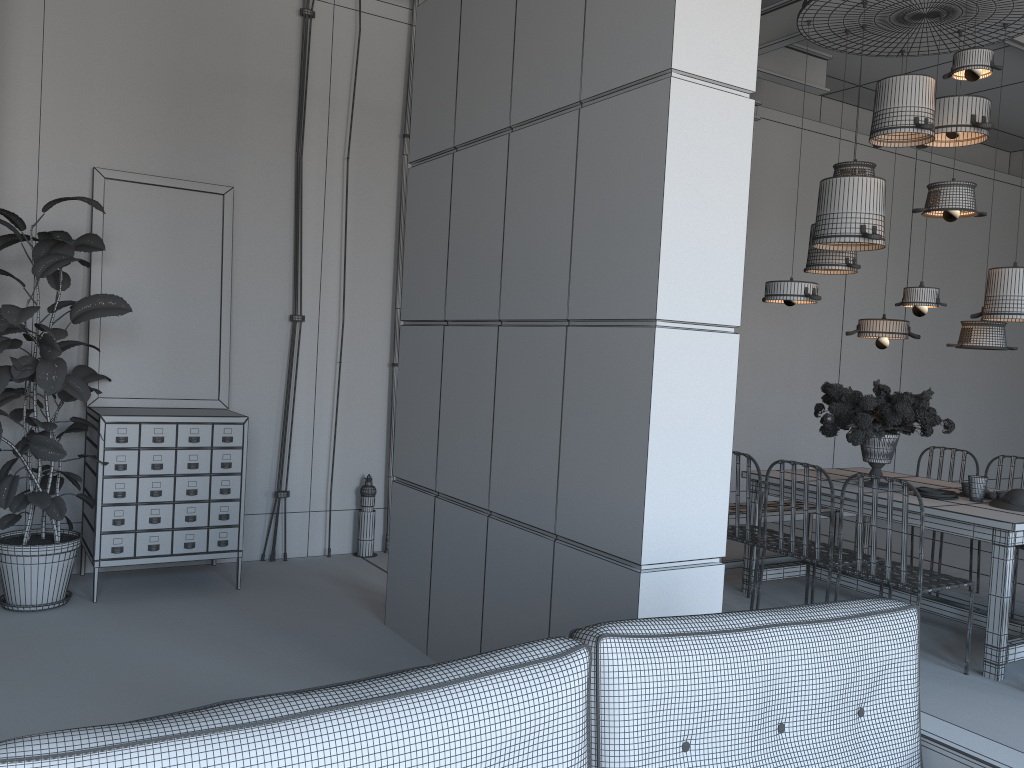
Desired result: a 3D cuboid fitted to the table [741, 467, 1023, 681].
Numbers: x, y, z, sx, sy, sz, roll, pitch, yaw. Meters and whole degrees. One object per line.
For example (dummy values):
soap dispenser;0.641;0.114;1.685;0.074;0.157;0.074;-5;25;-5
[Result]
table;2.472;1.050;5.391;1.239;0.819;1.784;2;2;-32

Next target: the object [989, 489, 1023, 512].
object;2.729;0.670;4.801;0.236;0.211;0.260;3;2;-14

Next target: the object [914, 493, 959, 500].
object;2.431;0.644;5.085;0.236;0.015;0.236;4;2;31

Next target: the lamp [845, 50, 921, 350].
lamp;2.582;-1.246;6.021;0.404;2.026;0.323;2;2;-28

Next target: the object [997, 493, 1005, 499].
object;2.786;0.639;5.049;0.043;0.043;0.044;4;2;30

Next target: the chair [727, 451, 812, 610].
chair;1.463;0.884;5.354;0.488;0.975;0.474;2;2;-32

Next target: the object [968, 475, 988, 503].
object;2.615;0.592;4.985;0.102;0.146;0.102;4;2;23

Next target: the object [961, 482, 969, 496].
object;2.639;0.611;5.137;0.071;0.076;0.071;2;2;-34

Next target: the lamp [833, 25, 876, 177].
lamp;2.187;-1.721;5.616;0.301;1.094;0.359;3;2;-14

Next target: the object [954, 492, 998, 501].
object;2.735;0.660;5.140;0.335;0.012;0.213;5;2;35

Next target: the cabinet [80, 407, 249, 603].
cabinet;-2.071;0.673;5.264;0.796;1.026;0.668;2;2;-32

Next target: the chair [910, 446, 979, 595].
chair;2.909;0.934;6.248;0.488;0.975;0.474;2;2;-32

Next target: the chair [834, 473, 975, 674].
chair;1.988;0.943;4.499;0.488;0.975;0.474;2;2;-32

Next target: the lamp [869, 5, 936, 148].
lamp;2.224;-1.810;4.994;0.346;0.870;0.392;4;2;29

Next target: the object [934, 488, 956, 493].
object;2.562;0.642;5.356;0.185;0.014;0.182;5;3;42

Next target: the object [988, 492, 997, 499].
object;2.737;0.637;5.056;0.045;0.045;0.051;5;2;36

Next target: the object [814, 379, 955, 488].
object;2.227;0.298;5.428;0.782;0.654;0.697;2;2;-29

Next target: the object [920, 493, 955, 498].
object;2.422;0.637;5.087;0.211;0.024;0.211;3;2;-13

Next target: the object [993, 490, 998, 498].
object;2.772;0.633;5.101;0.044;0.050;0.043;3;2;-14

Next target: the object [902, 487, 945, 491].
object;2.479;0.637;5.340;0.182;0.016;0.179;2;2;-27

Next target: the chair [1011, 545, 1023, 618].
chair;3.433;0.993;5.392;0.488;0.975;0.474;2;2;-32

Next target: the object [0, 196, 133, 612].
object;-2.467;0.098;4.563;0.868;2.157;1.270;2;2;-31

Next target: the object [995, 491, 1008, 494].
object;2.938;0.658;5.255;0.133;0.029;0.133;4;2;16

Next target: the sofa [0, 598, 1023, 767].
sofa;0.285;0.968;1.444;2.347;0.948;0.952;2;2;-32

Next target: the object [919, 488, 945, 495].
object;2.418;0.624;5.112;0.135;0.029;0.135;2;3;-39

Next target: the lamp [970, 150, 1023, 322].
lamp;2.923;-1.285;5.062;0.312;1.845;0.352;3;2;-6

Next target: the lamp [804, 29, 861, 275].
lamp;2.111;-1.499;5.719;0.322;1.553;0.364;4;2;14

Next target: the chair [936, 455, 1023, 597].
chair;3.174;0.964;5.814;0.488;0.975;0.474;2;2;-32

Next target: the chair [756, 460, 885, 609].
chair;1.722;0.913;4.932;0.488;0.975;0.474;2;2;-32

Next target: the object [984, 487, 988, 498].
object;2.708;0.621;5.116;0.065;0.064;0.065;5;3;43

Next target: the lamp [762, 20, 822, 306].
lamp;1.816;-1.389;5.595;0.404;1.798;0.323;4;2;27

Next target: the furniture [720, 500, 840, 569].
furniture;1.847;1.123;6.456;1.260;0.478;0.300;2;2;-32

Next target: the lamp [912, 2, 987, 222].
lamp;2.536;-1.576;5.053;0.359;1.306;0.301;2;3;-39

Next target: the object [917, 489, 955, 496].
object;2.422;0.632;5.087;0.211;0.024;0.211;4;2;11

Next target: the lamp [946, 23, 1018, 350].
lamp;2.974;-1.217;5.475;0.359;2.004;0.301;2;2;-34

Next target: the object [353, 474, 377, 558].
object;-1.022;0.956;6.271;0.173;0.647;0.206;3;2;4

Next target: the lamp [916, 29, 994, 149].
lamp;2.805;-1.885;5.595;0.505;0.687;0.403;5;2;36

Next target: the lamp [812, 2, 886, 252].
lamp;2.050;-1.540;5.277;0.415;1.447;0.470;4;2;29

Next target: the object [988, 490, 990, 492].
object;2.794;0.645;5.310;0.121;0.037;0.054;5;2;37

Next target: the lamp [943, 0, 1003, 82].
lamp;2.537;-1.941;4.856;0.253;0.564;0.202;3;2;7

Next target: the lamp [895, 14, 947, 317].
lamp;2.546;-1.324;5.397;0.253;1.831;0.202;3;2;7
